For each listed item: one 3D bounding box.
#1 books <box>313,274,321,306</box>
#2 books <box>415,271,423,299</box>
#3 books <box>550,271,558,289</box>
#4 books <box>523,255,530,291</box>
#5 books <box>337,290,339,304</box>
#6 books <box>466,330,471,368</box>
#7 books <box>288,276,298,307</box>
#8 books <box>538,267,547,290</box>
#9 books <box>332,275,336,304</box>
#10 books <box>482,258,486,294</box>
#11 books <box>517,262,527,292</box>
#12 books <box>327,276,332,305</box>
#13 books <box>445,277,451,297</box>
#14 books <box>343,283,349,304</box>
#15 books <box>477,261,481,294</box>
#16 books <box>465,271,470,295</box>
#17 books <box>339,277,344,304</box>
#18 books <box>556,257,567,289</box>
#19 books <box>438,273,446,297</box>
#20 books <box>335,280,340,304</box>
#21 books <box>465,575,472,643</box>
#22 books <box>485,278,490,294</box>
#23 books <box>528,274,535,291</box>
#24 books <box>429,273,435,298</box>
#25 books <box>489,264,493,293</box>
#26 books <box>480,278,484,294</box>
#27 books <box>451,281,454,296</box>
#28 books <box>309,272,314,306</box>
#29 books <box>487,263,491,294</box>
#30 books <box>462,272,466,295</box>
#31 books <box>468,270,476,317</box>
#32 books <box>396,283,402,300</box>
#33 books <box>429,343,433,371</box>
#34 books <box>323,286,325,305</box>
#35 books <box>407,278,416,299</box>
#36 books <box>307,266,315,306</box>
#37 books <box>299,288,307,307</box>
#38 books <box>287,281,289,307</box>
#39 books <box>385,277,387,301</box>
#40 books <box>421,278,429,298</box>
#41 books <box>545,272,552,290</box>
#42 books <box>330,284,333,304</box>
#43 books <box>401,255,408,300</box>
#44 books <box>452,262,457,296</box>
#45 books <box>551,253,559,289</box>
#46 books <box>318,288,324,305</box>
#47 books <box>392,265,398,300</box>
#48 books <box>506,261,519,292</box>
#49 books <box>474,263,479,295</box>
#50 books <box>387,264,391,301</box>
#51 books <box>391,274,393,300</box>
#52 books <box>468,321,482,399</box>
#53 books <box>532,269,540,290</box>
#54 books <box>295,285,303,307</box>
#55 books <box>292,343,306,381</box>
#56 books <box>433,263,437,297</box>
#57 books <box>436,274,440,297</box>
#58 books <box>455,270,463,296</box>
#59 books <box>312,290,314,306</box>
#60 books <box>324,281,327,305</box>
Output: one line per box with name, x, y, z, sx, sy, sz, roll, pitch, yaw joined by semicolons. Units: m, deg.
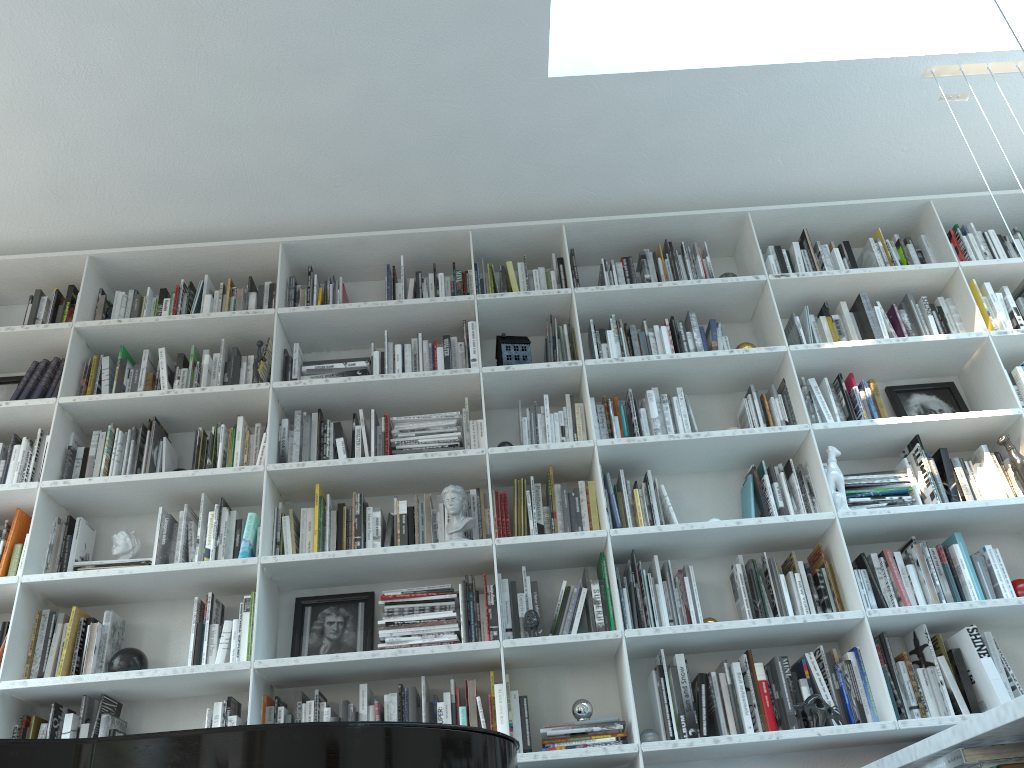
books;-0.869;-0.337;3.975;0.011;0.263;0.164;-4;-31;-2
books;-0.413;-0.360;4.013;0.028;0.268;0.141;-4;-31;-2
books;0.192;-0.379;4.005;0.022;0.193;0.183;-4;-31;-2
books;0.069;-0.418;4.020;0.010;0.296;0.168;-4;-31;-2
books;-0.766;-0.303;3.973;0.010;0.185;0.153;-4;-31;-2
books;-0.181;-0.073;3.845;0.010;0.298;0.134;-4;-31;-2
books;-0.970;-0.324;3.969;0.026;0.251;0.186;-4;-31;-2
books;0.140;-0.390;3.997;0.031;0.212;0.170;-4;-31;-2
books;-0.789;-0.335;3.982;0.005;0.254;0.169;-4;-31;-2
books;-0.122;-0.402;4.018;0.007;0.296;0.182;-4;-31;-2
books;0.050;-0.397;4.029;0.030;0.273;0.152;-4;-31;-2
books;-0.814;-0.334;3.988;0.013;0.263;0.147;-4;-31;-2
books;-0.283;-0.350;4.016;0.026;0.232;0.137;-4;-31;-2
books;-0.750;-0.318;3.997;0.004;0.234;0.138;-4;-31;-2
books;-0.144;-0.394;4.008;0.008;0.277;0.171;-4;-31;-2
books;-0.196;-0.368;4.004;0.014;0.237;0.154;-4;-31;-2
books;-0.759;-0.336;3.985;0.011;0.254;0.144;-4;-31;-2
books;0.227;-0.414;4.008;0.029;0.251;0.187;-4;-31;-2
books;-0.307;-0.358;3.969;0.023;0.201;0.194;-4;-31;-2
books;-0.780;-0.323;3.997;0.013;0.248;0.149;-4;-31;-2
books;-0.157;0.873;3.286;0.011;0.297;0.131;-4;-31;-2
books;-0.106;-0.354;3.997;0.015;0.191;0.161;-4;-31;-2
books;0.090;-0.370;3.989;0.022;0.179;0.174;-4;-31;-2
books;-0.353;-0.358;3.994;0.023;0.235;0.155;-4;-31;-2
books;-0.091;-0.389;4.006;0.006;0.258;0.167;-4;-31;-2
books;-0.129;-0.352;4.009;0.016;0.203;0.144;-4;-31;-2
books;-0.262;-0.342;4.004;0.014;0.203;0.135;-4;-31;-2
books;-0.891;-0.341;3.995;0.010;0.294;0.154;-4;-31;-2
books;-0.097;-0.388;3.988;0.007;0.238;0.192;-4;-31;-2
books;-0.210;-0.365;4.012;0.014;0.243;0.146;-4;-31;-2
books;-0.179;-0.374;4.015;0.022;0.255;0.137;-4;-31;-2
books;-0.499;-0.328;3.994;0.031;0.207;0.147;-4;-31;-2
books;-0.342;-0.038;3.819;0.011;0.237;0.140;-4;-31;-2
books;-0.835;-0.309;3.996;0.006;0.231;0.136;-4;-31;-2
books;-0.449;-0.342;3.981;0.050;0.209;0.173;-4;-31;-2
books;-0.905;-0.356;4.011;0.014;0.339;0.146;-4;-31;-2
books;-0.919;-0.300;3.961;0.026;0.193;0.167;-4;-31;-2
books;-0.989;-0.313;3.985;0.012;0.252;0.161;-4;-31;-2
books;-0.557;-0.341;3.999;0.012;0.244;0.152;-4;-31;-2
books;-0.380;-0.344;3.981;0.033;0.202;0.167;-4;-31;-2
books;0.168;-0.377;4.013;0.025;0.202;0.163;-4;-31;-2
books;-0.798;-0.318;3.974;0.016;0.218;0.144;-4;-31;-2
books;-0.484;-0.393;4.007;0.010;0.329;0.187;-4;-31;-2
books;-0.253;-0.390;4.025;0.012;0.306;0.139;-4;-31;-2
books;0.204;-0.428;4.055;0.012;0.328;0.129;-4;-31;-2
books;-0.849;-0.302;3.969;0.023;0.194;0.173;-4;-31;-2
books;-0.523;-0.370;4.005;0.011;0.294;0.158;-4;-31;-2
books;0.010;-0.397;4.004;0.054;0.253;0.192;-4;-31;-2
books;-0.154;-0.386;4.025;0.012;0.283;0.160;-4;-31;-2
books;-0.546;-0.371;3.996;0.014;0.291;0.177;-4;-31;-2
books;-0.533;-0.352;4.004;0.011;0.265;0.130;-4;-31;-2
books;-0.156;-0.090;3.760;0.037;0.236;0.274;-4;-31;-2
books;0.113;-0.381;3.996;0.024;0.200;0.181;-4;-31;-2
books;-0.945;-0.305;3.980;0.023;0.226;0.157;-4;-31;-2
books;-0.903;-0.017;3.775;0.021;0.247;0.192;-4;-31;-2
books;-0.338;-0.381;3.991;0.010;0.269;0.181;-4;-31;-2
books;-0.325;-0.354;3.987;0.012;0.216;0.180;-4;-31;-2
books;-0.231;-0.369;4.003;0.028;0.242;0.162;-4;-31;-2
books;-0.877;-0.297;3.983;0.011;0.204;0.146;-4;-31;-2
books;-0.826;-0.323;3.989;0.014;0.247;0.140;-4;-31;-2
